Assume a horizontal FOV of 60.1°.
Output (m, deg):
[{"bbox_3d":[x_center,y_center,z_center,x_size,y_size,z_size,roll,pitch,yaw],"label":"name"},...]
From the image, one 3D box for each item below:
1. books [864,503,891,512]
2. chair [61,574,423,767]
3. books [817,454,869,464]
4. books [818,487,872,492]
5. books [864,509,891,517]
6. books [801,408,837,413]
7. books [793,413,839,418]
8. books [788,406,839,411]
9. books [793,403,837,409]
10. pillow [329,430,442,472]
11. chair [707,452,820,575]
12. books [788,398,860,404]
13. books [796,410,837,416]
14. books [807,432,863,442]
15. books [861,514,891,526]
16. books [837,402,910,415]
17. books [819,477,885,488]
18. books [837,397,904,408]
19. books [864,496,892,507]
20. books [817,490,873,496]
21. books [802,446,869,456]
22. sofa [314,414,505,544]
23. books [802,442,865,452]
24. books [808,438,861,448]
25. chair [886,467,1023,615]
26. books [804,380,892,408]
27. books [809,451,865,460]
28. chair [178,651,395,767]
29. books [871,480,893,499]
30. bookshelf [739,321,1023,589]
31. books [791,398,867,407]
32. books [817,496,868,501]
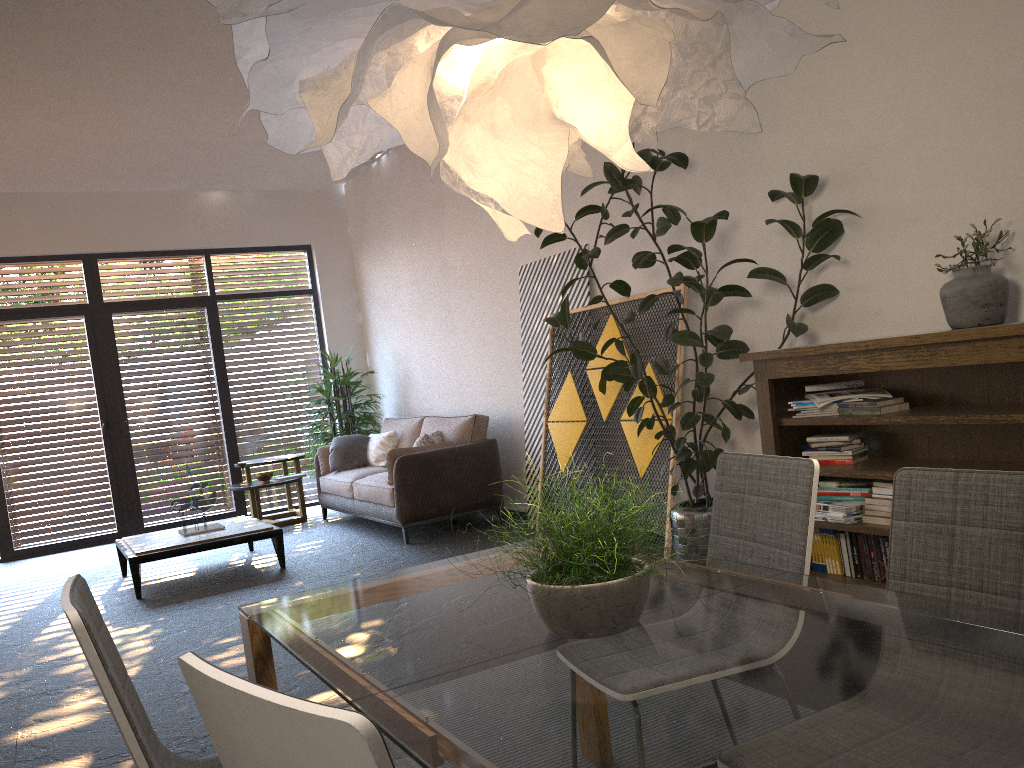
[{"bbox_3d":[1.703,0.524,3.885,0.242,0.024,0.175,-7,1,-21],"label":"books"},{"bbox_3d":[-0.500,0.804,1.778,0.599,0.922,0.475,-8,4,-26],"label":"chair"},{"bbox_3d":[1.531,0.355,4.160,0.158,0.021,0.224,-8,1,-43],"label":"books"},{"bbox_3d":[1.581,0.470,4.096,0.192,0.014,0.256,-8,1,-40],"label":"books"},{"bbox_3d":[1.693,0.549,3.892,0.226,0.024,0.166,-7,1,-30],"label":"books"},{"bbox_3d":[1.523,0.105,4.095,0.319,0.011,0.251,-7,1,28],"label":"books"},{"bbox_3d":[1.501,0.129,4.111,0.319,0.011,0.251,-6,1,35],"label":"books"},{"bbox_3d":[1.493,0.098,4.127,0.319,0.011,0.251,-6,1,43],"label":"books"},{"bbox_3d":[1.501,0.086,4.114,0.319,0.011,0.251,-7,1,33],"label":"books"},{"bbox_3d":[-1.151,0.614,7.954,0.616,0.344,1.895,-8,1,-28],"label":"pillow"},{"bbox_3d":[0.466,0.678,2.287,0.600,0.922,0.475,-8,3,-19],"label":"chair"},{"bbox_3d":[1.493,0.065,4.139,0.319,0.011,0.251,-6,1,38],"label":"books"},{"bbox_3d":[1.509,0.118,4.105,0.319,0.011,0.251,-7,1,31],"label":"books"},{"bbox_3d":[1.513,0.249,4.150,0.154,0.020,0.205,-8,1,-43],"label":"books"},{"bbox_3d":[1.693,0.578,3.885,0.242,0.034,0.180,-7,1,-26],"label":"books"},{"bbox_3d":[1.596,0.110,3.916,0.179,0.034,0.243,-7,1,-25],"label":"books"},{"bbox_3d":[1.578,0.449,4.096,0.246,0.028,0.193,-6,1,42],"label":"books"},{"bbox_3d":[1.584,0.082,3.919,0.166,0.024,0.227,-7,1,-24],"label":"books"},{"bbox_3d":[1.693,0.498,3.875,0.224,0.029,0.179,-7,1,-25],"label":"books"},{"bbox_3d":[1.565,0.491,4.094,0.174,0.024,0.250,-8,1,-43],"label":"books"},{"bbox_3d":[1.518,0.314,4.158,0.174,0.019,0.244,-8,1,-43],"label":"books"},{"bbox_3d":[-1.000,0.783,7.994,0.990,0.922,2.323,-8,2,-29],"label":"sofa"},{"bbox_3d":[1.509,0.293,4.163,0.162,0.023,0.232,-7,1,-28],"label":"books"},{"bbox_3d":[1.509,0.271,4.155,0.221,0.023,0.147,-7,1,13],"label":"books"},{"bbox_3d":[0.734,0.654,1.597,0.599,0.922,0.475,-9,4,-28],"label":"chair"},{"bbox_3d":[1.537,0.048,4.072,0.322,0.109,0.272,-7,1,6],"label":"books"},{"bbox_3d":[1.523,0.334,4.155,0.205,0.022,0.154,-6,1,42],"label":"books"},{"bbox_3d":[-0.019,0.752,1.187,0.599,0.922,0.476,-10,4,-43],"label":"chair"},{"bbox_3d":[1.700,0.448,3.885,0.216,0.069,0.158,-7,1,-19],"label":"books"},{"bbox_3d":[1.813,0.368,3.550,0.449,1.176,1.920,-9,2,-29],"label":"bookshelf"},{"bbox_3d":[1.497,0.076,4.132,0.319,0.011,0.251,-7,1,33],"label":"books"},{"bbox_3d":[1.568,0.514,4.095,0.250,0.024,0.174,-6,1,42],"label":"books"}]
